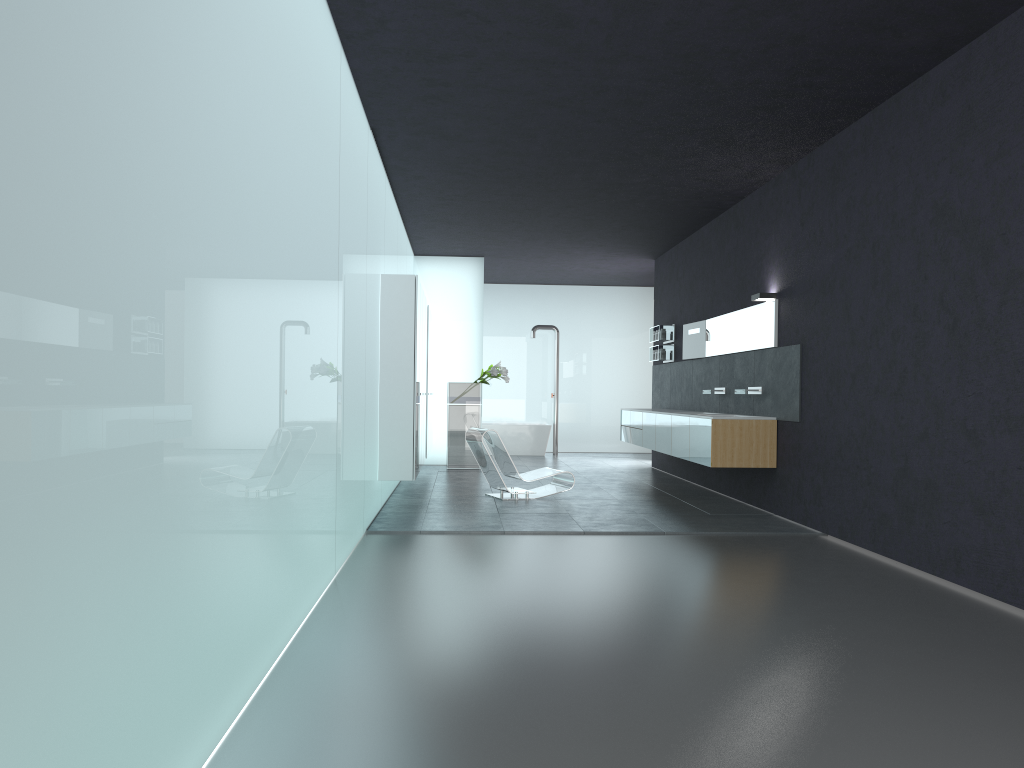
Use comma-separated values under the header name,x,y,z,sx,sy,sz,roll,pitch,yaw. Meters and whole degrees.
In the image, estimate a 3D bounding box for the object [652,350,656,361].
name,x,y,z,sx,sy,sz,roll,pitch,yaw
object,2.462,-0.486,15.243,0.096,0.184,0.067,1,0,-12

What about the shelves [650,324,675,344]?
name,x,y,z,sx,sy,sz,roll,pitch,yaw
shelves,2.532,-0.839,14.962,0.265,0.285,0.769,1,0,-3

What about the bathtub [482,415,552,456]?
name,x,y,z,sx,sy,sz,roll,pitch,yaw
bathtub,-0.168,1.095,19.218,1.977,0.859,0.960,1,0,-3

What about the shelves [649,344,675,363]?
name,x,y,z,sx,sy,sz,roll,pitch,yaw
shelves,2.528,-0.511,14.966,0.265,0.285,0.769,1,0,-3

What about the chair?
name,x,y,z,sx,sy,sz,roll,pitch,yaw
chair,0.098,0.997,11.267,1.261,0.871,0.629,1,0,-22

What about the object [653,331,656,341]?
name,x,y,z,sx,sy,sz,roll,pitch,yaw
object,2.467,-0.814,15.240,0.096,0.184,0.067,1,0,-12

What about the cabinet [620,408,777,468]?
name,x,y,z,sx,sy,sz,roll,pitch,yaw
cabinet,2.399,0.673,12.563,0.734,0.556,5.582,1,-1,-3

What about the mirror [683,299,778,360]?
name,x,y,z,sx,sy,sz,roll,pitch,yaw
mirror,2.815,-0.656,11.694,0.109,0.532,3.722,1,-1,-5

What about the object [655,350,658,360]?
name,x,y,z,sx,sy,sz,roll,pitch,yaw
object,2.475,-0.488,15.029,0.096,0.184,0.067,1,0,6

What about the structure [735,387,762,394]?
name,x,y,z,sx,sy,sz,roll,pitch,yaw
structure,2.791,0.077,10.500,0.186,0.088,0.482,1,-1,-3

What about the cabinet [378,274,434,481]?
name,x,y,z,sx,sy,sz,roll,pitch,yaw
cabinet,-1.398,-0.037,12.516,0.398,2.216,6.003,1,0,-3

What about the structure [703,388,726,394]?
name,x,y,z,sx,sy,sz,roll,pitch,yaw
structure,2.710,0.092,11.916,0.186,0.088,0.482,1,-1,-3

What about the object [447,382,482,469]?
name,x,y,z,sx,sy,sz,roll,pitch,yaw
object,-0.839,0.724,15.532,0.585,1.491,0.575,1,0,-3

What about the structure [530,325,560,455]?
name,x,y,z,sx,sy,sz,roll,pitch,yaw
structure,0.702,0.155,19.255,0.643,2.872,0.123,1,1,-4

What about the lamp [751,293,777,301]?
name,x,y,z,sx,sy,sz,roll,pitch,yaw
lamp,2.846,-0.982,10.016,0.198,0.066,0.277,1,-1,-3

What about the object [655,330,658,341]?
name,x,y,z,sx,sy,sz,roll,pitch,yaw
object,2.479,-0.816,15.026,0.096,0.184,0.067,1,0,6

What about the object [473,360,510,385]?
name,x,y,z,sx,sy,sz,roll,pitch,yaw
object,-0.544,-0.043,15.389,1.024,0.779,0.974,1,0,-11
